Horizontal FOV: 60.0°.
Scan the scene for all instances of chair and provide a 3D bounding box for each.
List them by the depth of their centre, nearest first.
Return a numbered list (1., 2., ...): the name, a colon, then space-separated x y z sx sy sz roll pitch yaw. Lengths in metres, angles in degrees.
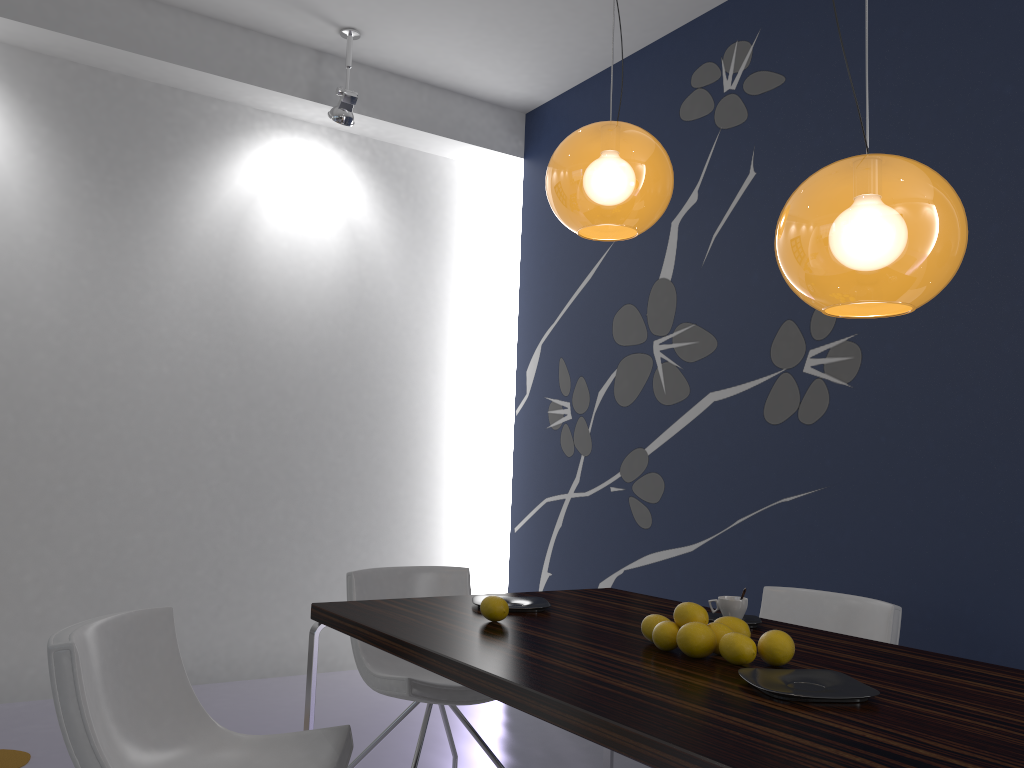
1. chair: -0.719 0.957 2.022 0.620 0.805 0.508 2 -6 2
2. chair: 0.917 1.107 2.905 0.620 0.805 0.508 7 -7 -38
3. chair: -0.287 1.089 3.176 0.508 0.805 0.620 6 -7 -33

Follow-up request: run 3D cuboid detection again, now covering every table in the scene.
1. table: 0.434 1.009 1.993 1.127 0.783 2.046 6 -7 -33

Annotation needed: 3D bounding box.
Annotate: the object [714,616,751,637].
1. object: 0.520 0.591 2.108 0.094 0.077 0.079 1 -6 11

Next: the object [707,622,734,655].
1. object: 0.477 0.586 2.039 0.081 0.071 0.069 -2 -7 34

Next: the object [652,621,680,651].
1. object: 0.361 0.585 2.061 0.070 0.068 0.083 -1 -6 25

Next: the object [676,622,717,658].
1. object: 0.413 0.574 1.987 0.094 0.080 0.076 6 -7 -32

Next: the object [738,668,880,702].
1. object: 0.570 0.585 1.720 0.232 0.020 0.232 3 -6 -5

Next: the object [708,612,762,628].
1. object: 0.618 0.663 2.482 0.154 0.020 0.154 1 -6 12

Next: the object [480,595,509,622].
1. object: -0.046 0.601 2.373 0.070 0.068 0.083 5 -7 -29

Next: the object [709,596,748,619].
1. object: 0.609 0.632 2.484 0.101 0.064 0.081 3 -6 -8

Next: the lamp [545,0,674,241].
1. lamp: 0.298 -1.238 2.561 0.359 1.645 0.358 4 -6 -22

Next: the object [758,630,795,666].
1. object: 0.577 0.577 1.938 0.079 0.077 0.094 -1 -7 30

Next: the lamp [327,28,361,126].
1. lamp: -0.893 -1.632 4.766 0.150 0.511 0.185 6 -7 -33

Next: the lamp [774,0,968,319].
1. lamp: 0.745 -1.126 1.863 0.358 1.974 0.359 5 -6 -28

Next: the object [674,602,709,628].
1. object: 0.415 0.541 2.055 0.070 0.068 0.083 5 -7 -29

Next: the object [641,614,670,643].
1. object: 0.353 0.594 2.149 0.070 0.068 0.083 5 -7 -29

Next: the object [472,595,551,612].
1. object: -0.003 0.657 2.645 0.232 0.020 0.232 3 -6 -5

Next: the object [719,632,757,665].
1. object: 0.492 0.577 1.932 0.070 0.068 0.083 5 -7 -29
